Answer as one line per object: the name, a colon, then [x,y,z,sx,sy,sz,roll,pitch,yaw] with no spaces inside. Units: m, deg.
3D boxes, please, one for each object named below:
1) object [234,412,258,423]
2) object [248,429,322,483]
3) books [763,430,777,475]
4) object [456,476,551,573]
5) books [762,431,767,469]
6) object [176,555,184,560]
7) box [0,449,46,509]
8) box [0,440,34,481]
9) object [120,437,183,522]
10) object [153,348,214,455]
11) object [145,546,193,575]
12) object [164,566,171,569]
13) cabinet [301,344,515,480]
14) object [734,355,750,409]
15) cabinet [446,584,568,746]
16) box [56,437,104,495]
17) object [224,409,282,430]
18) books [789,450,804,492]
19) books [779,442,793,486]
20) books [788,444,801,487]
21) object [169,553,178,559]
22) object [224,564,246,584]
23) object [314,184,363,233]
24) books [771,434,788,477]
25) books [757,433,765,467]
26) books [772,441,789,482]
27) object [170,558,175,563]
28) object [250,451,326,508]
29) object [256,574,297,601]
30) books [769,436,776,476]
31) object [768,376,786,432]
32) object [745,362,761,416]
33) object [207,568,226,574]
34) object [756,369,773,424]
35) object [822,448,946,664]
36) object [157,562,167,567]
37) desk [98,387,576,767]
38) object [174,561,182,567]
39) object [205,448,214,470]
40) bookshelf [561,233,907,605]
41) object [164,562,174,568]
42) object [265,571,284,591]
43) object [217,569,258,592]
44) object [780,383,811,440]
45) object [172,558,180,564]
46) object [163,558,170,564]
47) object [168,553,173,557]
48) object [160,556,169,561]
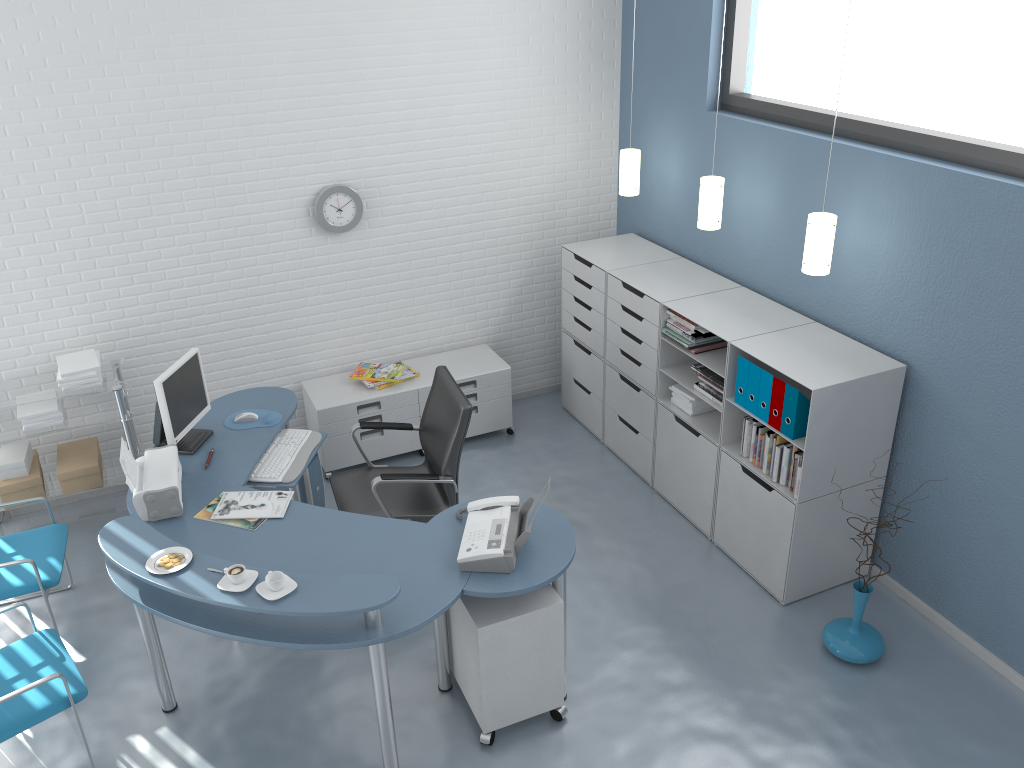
object: [-1.323,0.162,4.411,0.115,0.035,0.054,-8,27,-12]
object: [-1.093,0.333,4.221,0.276,0.028,0.478,1,26,7]
books: [1.256,0.306,4.150,0.166,0.217,0.038,-13,28,-21]
object: [-0.051,0.486,3.408,0.399,0.280,0.405,1,26,6]
books: [1.251,0.301,4.188,0.146,0.193,0.032,-13,28,-21]
object: [-1.194,0.623,3.185,0.027,0.005,0.025,15,31,30]
box: [-2.630,0.504,4.747,0.207,0.133,0.347,-15,29,-25]
box: [-2.633,0.404,4.698,0.139,0.090,0.234,-10,28,-17]
object: [-1.517,0.367,3.746,0.197,0.273,0.392,-10,28,-17]
object: [-1.576,0.093,4.142,0.212,0.417,0.365,3,27,9]
object: [-1.222,0.633,3.164,0.162,0.011,0.162,7,28,17]
object: [-1.217,0.646,3.140,0.025,0.005,0.027,17,32,34]
cabinet: [-0.639,0.154,5.602,1.259,0.484,0.447,-13,28,-21]
object: [1.161,-0.028,4.198,0.181,0.247,0.082,-13,28,-21]
cabinet: [-0.053,1.031,3.653,0.383,0.605,0.559,-12,28,-19]
box: [-2.362,0.444,4.852,0.207,0.133,0.347,-13,28,-21]
object: [-1.293,0.162,4.428,0.285,0.026,0.213,-6,27,-9]
books: [1.331,0.381,4.015,0.157,0.198,0.022,-13,28,-21]
books: [1.305,0.354,4.065,0.157,0.203,0.040,-13,28,-21]
books: [1.328,0.355,4.033,0.138,0.229,0.032,-13,28,-21]
object: [-1.215,0.618,3.186,0.025,0.005,0.027,9,28,20]
object: [-0.948,0.655,3.050,0.062,0.049,0.078,-18,31,-30]
object: [-1.002,-1.014,5.133,0.279,0.277,0.041,-13,28,-21]
books: [1.279,0.310,4.107,0.157,0.247,0.021,-13,28,-21]
books: [1.235,0.301,4.212,0.157,0.172,0.021,-13,28,-21]
books: [1.283,0.350,4.096,0.173,0.184,0.032,-13,28,-21]
object: [-1.214,0.632,3.169,0.025,0.005,0.027,-21,32,-34]
object: [-1.301,0.544,4.921,0.471,0.422,0.199,3,27,10]
object: [-0.800,0.694,3.015,0.119,0.016,0.119,22,35,39]
books: [1.272,0.322,4.133,0.155,0.203,0.017,-13,28,-21]
object: [1.264,0.071,3.992,0.181,0.247,0.082,-13,28,-21]
object: [1.195,0.005,4.130,0.181,0.247,0.082,-13,28,-21]
object: [-1.021,0.652,3.104,0.119,0.021,0.025,9,28,21]
object: [1.229,0.038,4.061,0.181,0.247,0.082,-13,28,-21]
object: [1.510,0.758,3.692,0.357,0.972,0.312,20,33,37]
object: [-1.244,0.641,3.152,0.027,0.005,0.025,4,27,12]
desk: [-0.936,0.801,3.837,2.282,0.900,1.402,20,33,37]
object: [-1.188,0.638,3.154,0.027,0.005,0.025,-19,31,-31]
object: [-1.392,0.345,4.077,0.013,0.013,0.178,-4,26,-5]
bookshelf: [1.035,0.033,4.986,0.521,1.141,2.294,-13,28,-21]
object: [-1.214,0.641,3.140,0.027,0.005,0.025,-25,34,-38]
object: [-0.801,0.669,3.011,0.062,0.049,0.078,-3,26,-2]
object: [-0.943,0.679,3.055,0.119,0.016,0.119,5,27,13]
object: [1.299,0.104,3.924,0.181,0.247,0.082,-13,28,-21]
object: [-1.197,0.629,3.163,0.025,0.005,0.027,-17,30,-29]
object: [-1.232,0.630,3.162,0.025,0.005,0.027,-10,28,-17]
object: [-1.225,0.618,3.197,0.027,0.005,0.025,15,31,30]
object: [-1.245,0.627,3.180,0.027,0.005,0.025,6,27,16]
